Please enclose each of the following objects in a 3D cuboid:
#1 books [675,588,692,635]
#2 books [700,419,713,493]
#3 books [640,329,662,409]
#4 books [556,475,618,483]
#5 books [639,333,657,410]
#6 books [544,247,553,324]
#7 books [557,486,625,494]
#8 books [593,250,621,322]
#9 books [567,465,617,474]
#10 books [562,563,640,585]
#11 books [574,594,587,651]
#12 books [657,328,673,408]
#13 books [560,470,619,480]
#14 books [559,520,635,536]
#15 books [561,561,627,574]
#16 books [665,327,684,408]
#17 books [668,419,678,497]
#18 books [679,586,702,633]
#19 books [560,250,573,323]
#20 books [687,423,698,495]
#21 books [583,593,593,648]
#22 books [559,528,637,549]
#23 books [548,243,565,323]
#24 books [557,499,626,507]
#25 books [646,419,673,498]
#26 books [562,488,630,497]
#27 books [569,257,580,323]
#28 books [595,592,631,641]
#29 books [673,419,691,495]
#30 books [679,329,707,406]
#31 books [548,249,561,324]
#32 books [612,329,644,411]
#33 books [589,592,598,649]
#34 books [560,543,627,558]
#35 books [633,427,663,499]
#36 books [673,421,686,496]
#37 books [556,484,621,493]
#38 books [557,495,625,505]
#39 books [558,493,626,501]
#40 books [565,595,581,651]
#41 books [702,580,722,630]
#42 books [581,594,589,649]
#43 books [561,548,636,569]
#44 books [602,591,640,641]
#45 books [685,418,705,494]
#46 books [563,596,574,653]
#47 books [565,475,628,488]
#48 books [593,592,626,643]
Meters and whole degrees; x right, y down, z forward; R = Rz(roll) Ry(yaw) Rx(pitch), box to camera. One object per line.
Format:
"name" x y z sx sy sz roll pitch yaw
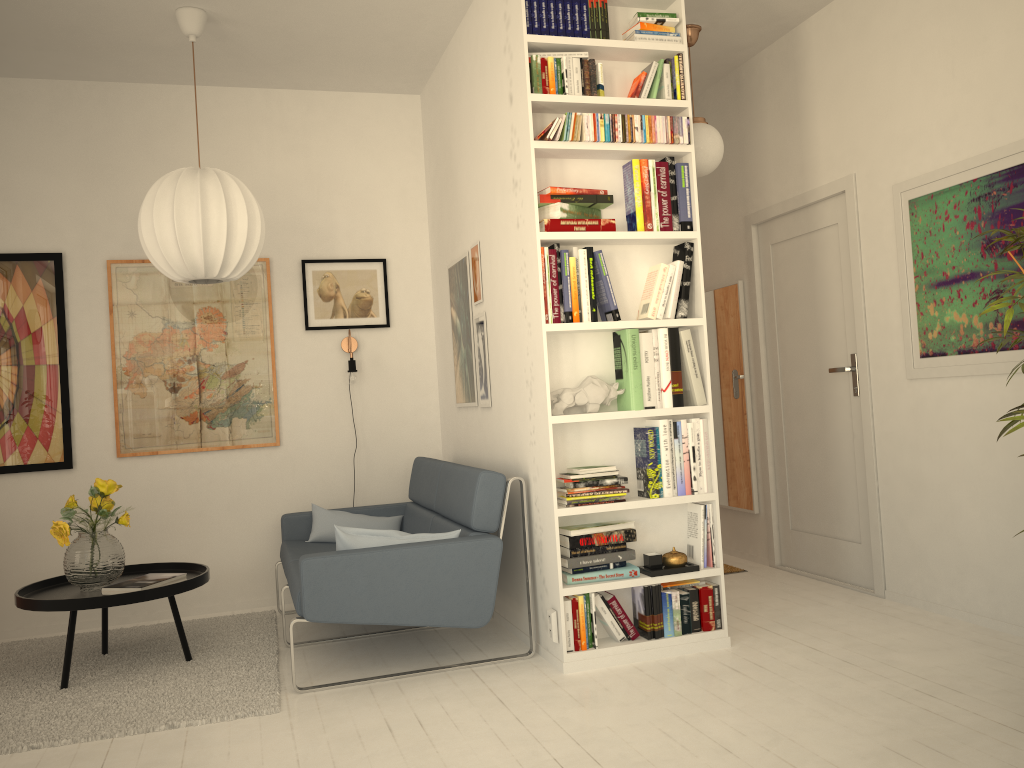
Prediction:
"books" 0.665 0.924 3.649 0.048 0.163 0.209 -3 -1 -17
"books" 0.759 0.297 3.719 0.039 0.303 0.229 -3 -1 -17
"books" 0.551 -0.056 3.678 0.023 0.321 0.235 -3 -1 -17
"books" 0.289 0.375 3.547 0.221 0.010 0.169 -3 -1 -14
"books" 0.515 -0.046 3.647 0.065 0.311 0.199 -3 -1 -17
"books" 0.113 -0.378 3.543 0.015 0.301 0.207 -3 -1 -17
"books" 0.311 0.421 3.556 0.250 0.008 0.135 -3 -1 -21
"books" 0.353 -0.386 3.608 0.093 0.288 0.200 -3 -1 -17
"books" 0.314 0.341 3.544 0.166 0.019 0.127 -3 -1 -24
"books" 0.338 0.756 3.566 0.297 0.038 0.204 -3 -1 -12
"books" 0.246 0.926 3.506 0.020 0.211 0.184 -3 -1 -17
"books" 0.586 -0.059 3.675 0.037 0.324 0.240 -3 -1 -17
"books" 0.298 0.361 3.560 0.212 0.017 0.165 -3 -1 -20
"books" 0.327 0.575 3.571 0.297 0.024 0.162 -3 -1 -26
"books" 0.313 0.723 3.560 0.241 0.024 0.168 -3 -1 -22
"books" 0.633 -0.064 3.684 0.056 0.327 0.202 -3 -1 -17
"books" 0.614 0.302 3.677 0.027 0.311 0.228 -3 -1 -17
"books" 0.707 0.919 3.677 0.050 0.170 0.221 -3 -1 -17
"books" 0.188 -0.377 3.557 0.030 0.289 0.200 -3 -1 -17
"books" 0.702 0.306 3.680 0.022 0.291 0.208 -3 -1 -17
"books" 0.273 0.922 3.530 0.021 0.215 0.174 -3 -1 -17
"books" 0.330 0.611 3.555 0.285 0.047 0.185 -3 -1 -17
"books" 0.162 -0.390 3.551 0.021 0.317 0.179 -3 -1 -17
"books" 0.308 0.468 3.539 0.247 0.009 0.170 -3 -1 -14
"books" 0.583 0.303 3.665 0.037 0.312 0.241 -3 -1 -17
"books" 0.325 0.432 3.580 0.255 0.014 0.197 -3 -1 -7
"books" 0.217 -0.363 3.558 0.024 0.260 0.199 -3 -1 -17
"books" 0.393 0.924 3.547 0.118 0.192 0.118 -3 -1 -17
"books" 0.675 0.300 3.686 0.025 0.305 0.213 -3 -1 -17
"books" 0.706 -0.063 3.714 0.099 0.316 0.228 -3 -1 -17
"books" 0.138 -0.375 3.543 0.032 0.291 0.203 -3 -1 -17
"books" 0.457 -0.053 3.626 0.056 0.328 0.228 -3 -1 -17
"books" 0.293 0.921 3.520 0.010 0.215 0.193 -3 -1 -17
"books" 0.316 0.655 3.547 0.247 0.039 0.143 -3 -1 -20
"books" 0.542 0.319 3.640 0.057 0.284 0.200 -3 -1 -17
"books" 0.656 0.306 3.647 0.035 0.304 0.150 -3 -1 -17
"books" 0.300 0.411 3.534 0.238 0.012 0.120 -3 -1 -22
"books" 0.302 0.457 3.536 0.247 0.014 0.172 -3 -1 -18
"books" 0.310 0.444 3.547 0.248 0.009 0.171 -3 -1 -14
"books" 0.222 0.931 3.503 0.026 0.206 0.187 -3 -1 -17
"books" 0.800 0.910 3.704 0.032 0.176 0.230 -3 -1 -17
"books" 0.258 0.927 3.524 0.012 0.206 0.193 -3 -1 -17
"books" 0.323 0.691 3.548 0.297 0.039 0.165 -3 -1 -22
"books" 0.422 0.927 3.562 0.131 0.188 0.136 -3 -1 -17
"books" 0.734 0.297 3.679 0.037 0.308 0.161 -3 -1 -17
"books" 0.190 0.937 3.497 0.039 0.199 0.185 -3 -1 -17
"books" 0.328 0.391 3.566 0.235 0.025 0.163 -3 -1 -11
"books" 0.362 0.923 3.544 0.135 0.200 0.134 -3 -1 -17
